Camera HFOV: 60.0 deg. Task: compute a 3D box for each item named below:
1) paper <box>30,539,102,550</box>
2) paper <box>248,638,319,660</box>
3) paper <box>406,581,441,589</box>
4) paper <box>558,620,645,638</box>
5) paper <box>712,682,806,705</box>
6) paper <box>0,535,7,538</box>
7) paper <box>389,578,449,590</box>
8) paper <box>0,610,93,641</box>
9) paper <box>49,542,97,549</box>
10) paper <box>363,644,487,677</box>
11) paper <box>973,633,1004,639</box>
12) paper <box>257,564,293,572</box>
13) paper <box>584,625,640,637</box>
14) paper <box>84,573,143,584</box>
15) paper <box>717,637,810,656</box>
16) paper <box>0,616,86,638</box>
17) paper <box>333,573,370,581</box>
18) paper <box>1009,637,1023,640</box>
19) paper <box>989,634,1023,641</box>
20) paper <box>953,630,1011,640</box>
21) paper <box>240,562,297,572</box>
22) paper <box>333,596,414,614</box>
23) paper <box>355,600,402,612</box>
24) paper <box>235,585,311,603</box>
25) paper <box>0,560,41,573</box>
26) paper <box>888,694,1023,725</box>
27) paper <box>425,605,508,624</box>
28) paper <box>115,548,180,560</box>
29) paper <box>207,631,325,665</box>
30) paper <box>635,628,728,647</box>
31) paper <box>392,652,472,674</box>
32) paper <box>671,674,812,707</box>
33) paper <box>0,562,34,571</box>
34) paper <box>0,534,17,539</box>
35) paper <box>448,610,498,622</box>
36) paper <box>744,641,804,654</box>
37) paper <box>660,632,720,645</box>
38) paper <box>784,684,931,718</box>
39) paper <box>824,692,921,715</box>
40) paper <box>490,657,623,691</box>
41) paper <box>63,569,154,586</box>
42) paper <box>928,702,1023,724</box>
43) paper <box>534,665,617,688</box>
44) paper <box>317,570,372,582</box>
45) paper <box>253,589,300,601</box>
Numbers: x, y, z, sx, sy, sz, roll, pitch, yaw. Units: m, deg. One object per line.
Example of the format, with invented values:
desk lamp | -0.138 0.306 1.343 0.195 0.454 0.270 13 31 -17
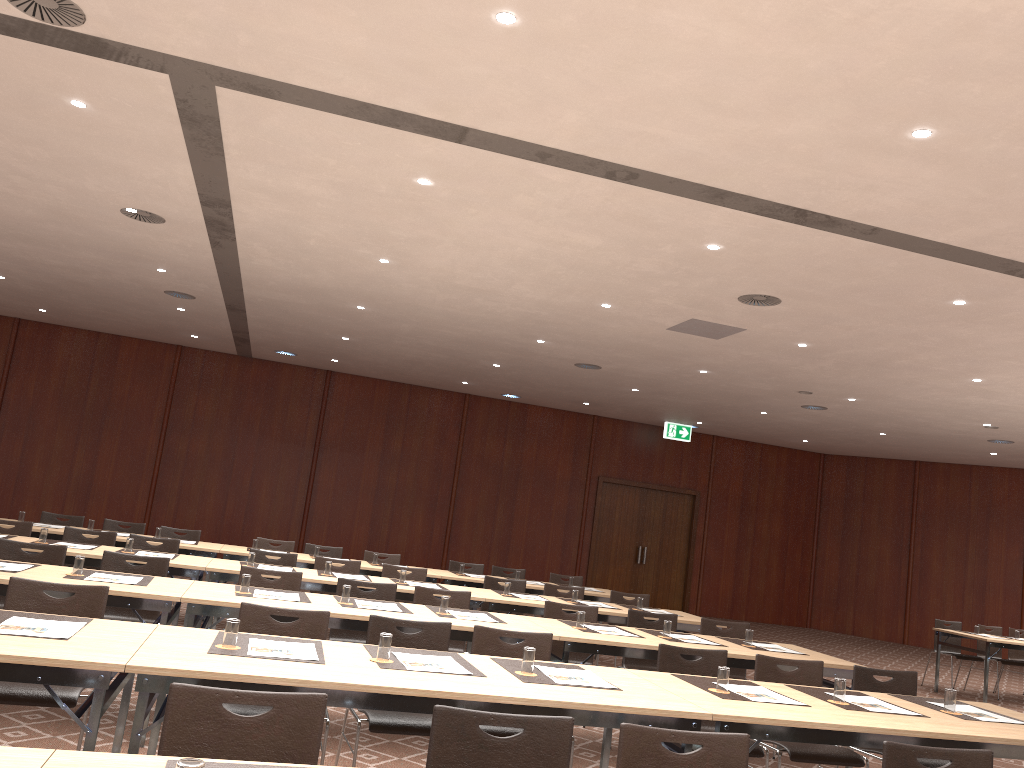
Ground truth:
paper | -3.648 1.314 7.269 0.460 0.003 0.566 10 -9 -16
paper | -0.976 1.128 3.776 0.284 0.006 0.398 10 -9 -14
paper | -0.794 1.793 7.917 0.284 0.006 0.398 9 -9 -12
paper | 0.623 1.735 6.288 0.460 0.003 0.566 10 -9 -14
paper | 1.192 1.499 4.300 0.284 0.006 0.398 10 -9 -14
paper | -4.219 1.201 7.055 0.284 0.006 0.398 10 -9 -14
paper | -0.834 1.797 7.949 0.460 0.003 0.566 10 -9 -15
paper | -1.986 0.966 3.581 0.460 0.003 0.566 10 -9 -15
paper | -3.555 1.309 7.183 0.284 0.006 0.398 9 -9 -11
paper | -0.405 1.241 3.986 0.460 0.003 0.566 10 -9 -16
paper | 6.304 3.337 11.748 0.284 0.006 0.398 10 -9 -14
paper | -2.028 1.578 7.598 0.284 0.006 0.398 9 -9 -11
paper | 0.679 1.728 6.221 0.284 0.006 0.398 10 -9 -17
paper | -2.427 1.188 5.418 0.284 0.006 0.398 10 -9 -15
paper | 1.850 1.946 6.592 0.460 0.003 0.566 10 -9 -13
paper | -1.883 0.969 3.535 0.284 0.006 0.398 10 -9 -15
paper | -1.414 1.687 7.771 0.284 0.006 0.398 10 -9 -17
paper | 6.918 3.446 11.925 0.284 0.006 0.398 10 -9 -16
paper | 6.848 3.450 11.987 0.460 0.003 0.566 9 -9 -11
paper | 6.268 3.345 11.808 0.460 0.003 0.566 10 -9 -16
paper | -2.098 1.578 7.629 0.460 0.003 0.566 10 -9 -18
paper | -0.930 1.466 5.893 0.460 0.003 0.566 10 -9 -16
paper | -0.885 1.460 5.845 0.284 0.006 0.398 10 -9 -12
paper | -1.553 1.358 5.738 0.460 0.003 0.566 10 -9 -16
paper | -3.136 1.079 5.306 0.460 0.003 0.566 10 -9 -13
paper | 2.372 1.723 4.696 0.460 0.003 0.566 10 -9 -15
paper | -0.322 1.572 6.054 0.460 0.003 0.566 10 -9 -14
paper | -3.035 1.415 7.389 0.460 0.003 0.566 10 -9 -14
paper | -1.041 1.127 3.803 0.460 0.003 0.566 10 -9 -12
paper | 1.220 1.836 6.423 0.460 0.003 0.566 10 -9 -16
paper | -0.360 1.233 3.923 0.284 0.006 0.398 10 -9 -16
paper | 1.107 1.501 4.355 0.460 0.003 0.566 10 -9 -13
paper | -3.055 1.084 5.295 0.284 0.006 0.398 10 -9 -15
paper | -4.255 1.202 7.066 0.460 0.003 0.566 10 -9 -17
paper | -0.270 1.561 5.967 0.284 0.006 0.398 10 -9 -14
paper | 1.931 1.947 6.551 0.284 0.006 0.398 10 -9 -13
paper | 1.281 1.834 6.387 0.284 0.006 0.398 10 -9 -17
paper | 1.737 1.609 4.510 0.460 0.003 0.566 9 -9 -12
paper | 1.808 1.607 4.460 0.284 0.006 0.398 9 -9 -12
paper | 0.189 1.339 4.103 0.460 0.003 0.566 10 -9 -15
paper | -2.476 1.195 5.481 0.460 0.003 0.566 10 -9 -16
paper | 2.420 1.715 4.630 0.284 0.006 0.398 10 -9 -14
paper | 0.285 1.343 4.072 0.284 0.006 0.398 9 -9 -12
paper | -1.481 1.689 7.812 0.460 0.003 0.566 9 -9 -12
paper | -1.502 1.350 5.665 0.284 0.006 0.398 10 -9 -13
